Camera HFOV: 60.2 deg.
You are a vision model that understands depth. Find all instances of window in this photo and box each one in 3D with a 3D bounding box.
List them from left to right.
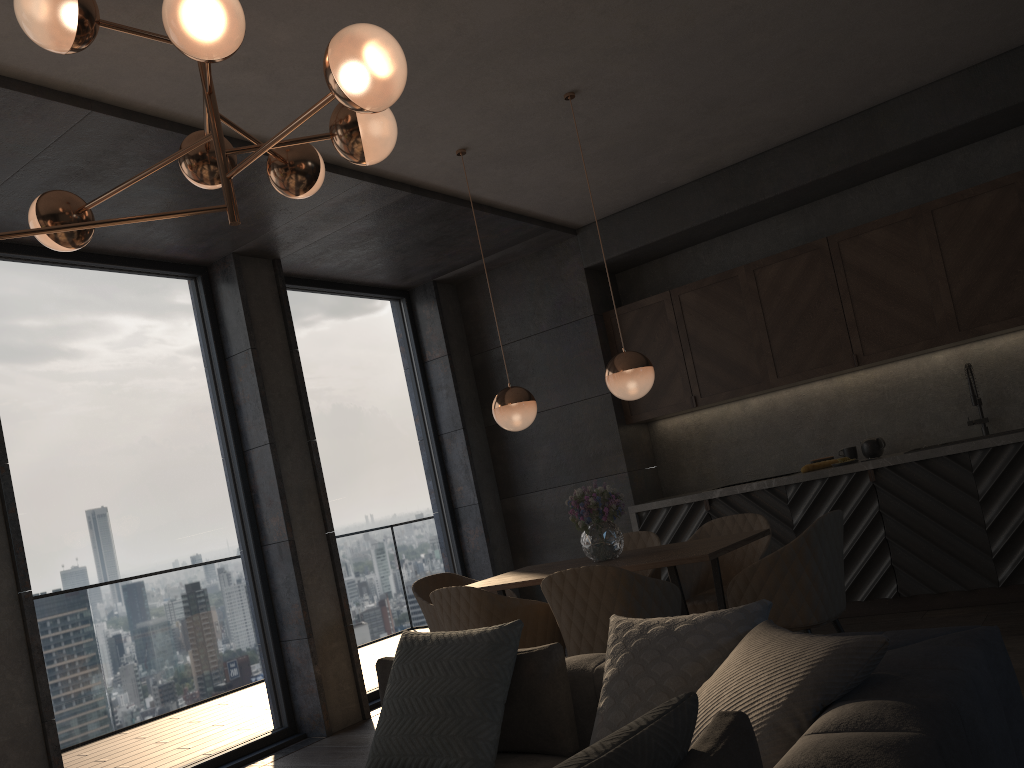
[{"bbox_3d":[-2.618,0.736,4.113,0.201,2.982,7.239,-14,-7,34],"label":"window"}]

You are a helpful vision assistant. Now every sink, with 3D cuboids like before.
[{"bbox_3d":[2.875,0.120,5.337,0.973,0.544,0.459,-16,-6,35],"label":"sink"}]

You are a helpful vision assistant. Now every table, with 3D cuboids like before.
[{"bbox_3d":[0.534,1.261,4.401,1.483,0.765,0.766,-16,-7,35],"label":"table"}]

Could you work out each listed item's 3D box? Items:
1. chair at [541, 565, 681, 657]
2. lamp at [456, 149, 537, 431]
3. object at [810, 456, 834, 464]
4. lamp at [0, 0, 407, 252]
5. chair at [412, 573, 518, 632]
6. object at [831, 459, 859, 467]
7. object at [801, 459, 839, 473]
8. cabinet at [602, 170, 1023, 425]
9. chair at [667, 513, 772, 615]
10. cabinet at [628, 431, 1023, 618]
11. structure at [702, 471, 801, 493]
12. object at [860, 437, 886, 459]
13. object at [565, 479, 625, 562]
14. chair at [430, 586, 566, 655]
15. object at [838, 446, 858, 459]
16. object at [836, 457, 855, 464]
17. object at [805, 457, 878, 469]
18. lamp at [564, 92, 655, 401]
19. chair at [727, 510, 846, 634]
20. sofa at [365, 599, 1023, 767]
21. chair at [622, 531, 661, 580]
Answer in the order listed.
[{"bbox_3d":[0.468,1.150,3.750,0.560,0.832,0.508,-14,-5,29],"label":"chair"},{"bbox_3d":[-0.119,-0.502,4.716,0.242,1.537,0.237,-14,-4,40],"label":"lamp"},{"bbox_3d":[2.105,0.533,5.980,0.158,0.067,0.116,-14,-7,20],"label":"object"},{"bbox_3d":[-0.936,-0.885,2.580,1.469,1.033,1.018,-13,-5,11],"label":"lamp"},{"bbox_3d":[-0.202,1.453,4.931,0.516,0.832,0.552,-15,-5,39],"label":"chair"},{"bbox_3d":[2.163,0.514,5.727,0.169,0.020,0.172,-7,-9,-30],"label":"object"},{"bbox_3d":[2.047,0.540,5.843,0.300,0.054,0.072,-10,-6,-14],"label":"object"},{"bbox_3d":[2.216,-0.531,5.822,3.430,0.861,0.367,-17,-6,35],"label":"cabinet"},{"bbox_3d":[1.156,1.130,4.642,0.561,0.832,0.508,-15,-5,34],"label":"chair"},{"bbox_3d":[2.457,0.938,5.658,3.430,0.945,0.598,-17,-6,35],"label":"cabinet"},{"bbox_3d":[1.708,0.684,6.169,0.617,0.017,0.502,-17,-9,34],"label":"structure"},{"bbox_3d":[2.361,0.419,5.781,0.136,0.136,0.153,-12,-5,7],"label":"object"},{"bbox_3d":[0.440,0.684,4.446,0.298,0.407,0.330,-12,-5,5],"label":"object"},{"bbox_3d":[-0.021,1.300,4.098,0.562,0.832,0.507,-16,-6,44],"label":"chair"},{"bbox_3d":[2.244,0.473,5.871,0.111,0.103,0.091,-10,-5,-23],"label":"object"},{"bbox_3d":[2.159,0.496,5.728,0.121,0.045,0.115,-18,-9,39],"label":"object"},{"bbox_3d":[2.142,0.526,5.793,0.495,0.040,0.284,-16,-9,30],"label":"object"},{"bbox_3d":[0.439,-0.674,4.314,0.240,1.537,0.239,-12,-3,10],"label":"lamp"},{"bbox_3d":[1.243,1.003,3.854,0.516,0.832,0.552,-15,-5,39],"label":"chair"},{"bbox_3d":[-0.265,1.046,1.705,2.046,0.779,2.900,-17,-9,34],"label":"sofa"},{"bbox_3d":[0.651,1.289,5.033,0.560,0.832,0.508,-14,-5,29],"label":"chair"}]
